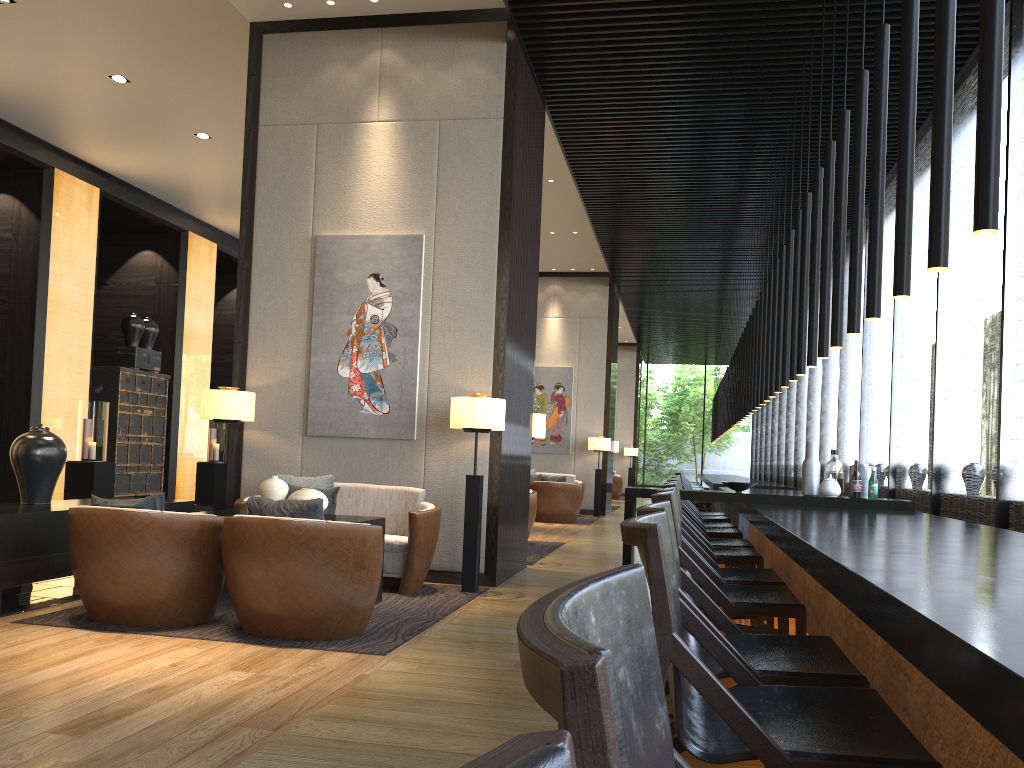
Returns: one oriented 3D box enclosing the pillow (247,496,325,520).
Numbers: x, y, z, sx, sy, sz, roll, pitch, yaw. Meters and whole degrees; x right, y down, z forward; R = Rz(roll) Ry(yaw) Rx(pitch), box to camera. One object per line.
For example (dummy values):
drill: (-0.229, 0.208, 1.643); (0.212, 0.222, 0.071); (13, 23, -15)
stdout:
pillow: (-1.083, 0.717, 4.261); (0.399, 0.361, 0.223); (2, -2, 12)

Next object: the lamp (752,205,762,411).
lamp: (2.819, -0.901, 10.129); (0.060, 2.416, 0.060); (2, -1, 6)

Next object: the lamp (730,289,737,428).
lamp: (3.761, -0.458, 14.977); (0.060, 2.416, 0.060); (3, -2, -24)

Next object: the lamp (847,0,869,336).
lamp: (1.675, -1.440, 4.240); (0.060, 2.416, 0.060); (2, -1, 6)

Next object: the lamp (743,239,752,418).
lamp: (3.111, -0.764, 11.630); (0.060, 2.416, 0.060); (2, -1, 6)

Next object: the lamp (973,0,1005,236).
lamp: (1.317, -1.609, 2.396); (0.060, 2.416, 0.060); (2, -1, 16)

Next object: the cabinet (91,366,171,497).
cabinet: (-5.436, 0.772, 12.472); (0.547, 1.920, 1.190); (2, -2, 11)

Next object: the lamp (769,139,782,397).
lamp: (2.427, -1.086, 8.108); (0.060, 2.416, 0.060); (2, -1, 6)

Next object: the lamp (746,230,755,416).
lamp: (3.014, -0.810, 11.130); (0.060, 2.416, 0.060); (2, -1, 6)

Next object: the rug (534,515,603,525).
rug: (0.366, 2.106, 14.016); (1.957, 0.008, 2.248); (1, -5, 11)

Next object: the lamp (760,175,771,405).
lamp: (2.621, -0.995, 9.109); (0.060, 2.416, 0.060); (2, -1, 6)

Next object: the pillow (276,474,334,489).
pillow: (-1.493, 0.842, 6.312); (0.433, 0.399, 0.201); (3, -2, -11)

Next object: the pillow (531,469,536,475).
pillow: (0.199, 1.639, 15.018); (0.433, 0.399, 0.201); (3, -2, -11)

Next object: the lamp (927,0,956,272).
lamp: (1.403, -1.568, 2.842); (0.060, 2.416, 0.060); (2, -1, 6)

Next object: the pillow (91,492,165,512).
pillow: (-1.926, 0.700, 4.424); (0.441, 0.337, 0.205); (1, -3, 18)

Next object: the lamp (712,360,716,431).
lamp: (5.701, 0.456, 24.964); (0.060, 2.416, 0.060); (2, -1, 16)

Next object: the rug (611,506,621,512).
rug: (1.089, 2.447, 17.741); (2.040, 0.008, 2.248); (1, -5, 11)

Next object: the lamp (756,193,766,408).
lamp: (2.721, -0.948, 9.625); (0.060, 2.416, 0.060); (2, -1, 6)

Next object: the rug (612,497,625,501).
rug: (2.070, 2.909, 22.788); (1.957, 0.008, 2.248); (1, -5, 11)

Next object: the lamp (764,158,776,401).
lamp: (2.524, -1.040, 8.611); (0.060, 2.416, 0.060); (2, -1, 6)

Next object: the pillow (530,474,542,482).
pillow: (0.267, 1.648, 14.846); (0.471, 0.360, 0.220); (2, -2, 8)

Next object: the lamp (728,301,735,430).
lamp: (3.861, -0.411, 15.489); (0.060, 2.416, 0.060); (3, -2, -24)

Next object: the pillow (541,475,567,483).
pillow: (0.608, 1.514, 12.968); (0.399, 0.361, 0.223); (2, -2, 12)

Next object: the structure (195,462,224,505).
structure: (-4.620, 1.540, 13.741); (0.402, 0.657, 0.403); (2, -2, 11)

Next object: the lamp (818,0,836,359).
lamp: (1.855, -1.356, 5.164); (0.060, 2.416, 0.060); (2, -1, 6)

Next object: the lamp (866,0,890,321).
lamp: (1.590, -1.480, 3.803); (0.060, 2.416, 0.060); (2, -1, 6)

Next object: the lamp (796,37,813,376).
lamp: (2.043, -1.267, 6.133); (0.060, 2.416, 0.060); (2, -1, 6)

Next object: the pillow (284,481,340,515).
pillow: (-1.424, 0.851, 6.140); (0.471, 0.360, 0.220); (2, -2, 8)

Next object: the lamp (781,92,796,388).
lamp: (2.230, -1.179, 7.097); (0.060, 2.416, 0.060); (2, -1, 6)

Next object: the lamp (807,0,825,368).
lamp: (1.943, -1.314, 5.621); (0.060, 2.416, 0.060); (2, -1, 6)

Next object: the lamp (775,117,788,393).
lamp: (2.329, -1.132, 7.603); (0.060, 2.416, 0.060); (2, -1, 6)

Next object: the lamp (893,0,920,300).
lamp: (1.495, -1.525, 3.311); (0.060, 2.416, 0.060); (2, -1, 16)

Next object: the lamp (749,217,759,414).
lamp: (2.917, -0.855, 10.632); (0.060, 2.416, 0.060); (2, -1, 6)

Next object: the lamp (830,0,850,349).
lamp: (1.768, -1.397, 4.716); (0.060, 2.416, 0.060); (2, -1, 6)

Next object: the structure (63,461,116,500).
structure: (-5.180, 1.276, 10.859); (0.402, 0.657, 0.403); (2, -2, 11)

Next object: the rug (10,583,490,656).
rug: (-1.325, 1.310, 5.315); (1.957, 0.008, 2.248); (1, -5, 11)

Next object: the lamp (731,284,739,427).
lamp: (3.672, -0.500, 14.520); (0.060, 2.416, 0.060); (3, -2, -24)

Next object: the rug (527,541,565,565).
rug: (-0.615, 1.644, 8.969); (2.040, 0.008, 2.248); (1, -5, 11)

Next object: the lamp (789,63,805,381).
lamp: (2.125, -1.228, 6.556); (0.060, 2.416, 0.060); (2, -1, 6)

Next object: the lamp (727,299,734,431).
lamp: (3.939, -0.374, 15.891); (0.060, 2.416, 0.060); (3, -2, -24)

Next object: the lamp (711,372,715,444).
lamp: (5.800, 0.502, 25.468); (0.060, 2.416, 0.060); (2, -1, 16)

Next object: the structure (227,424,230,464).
structure: (-2.213, 0.836, 7.348); (0.240, 1.216, 0.240); (2, -2, 11)
